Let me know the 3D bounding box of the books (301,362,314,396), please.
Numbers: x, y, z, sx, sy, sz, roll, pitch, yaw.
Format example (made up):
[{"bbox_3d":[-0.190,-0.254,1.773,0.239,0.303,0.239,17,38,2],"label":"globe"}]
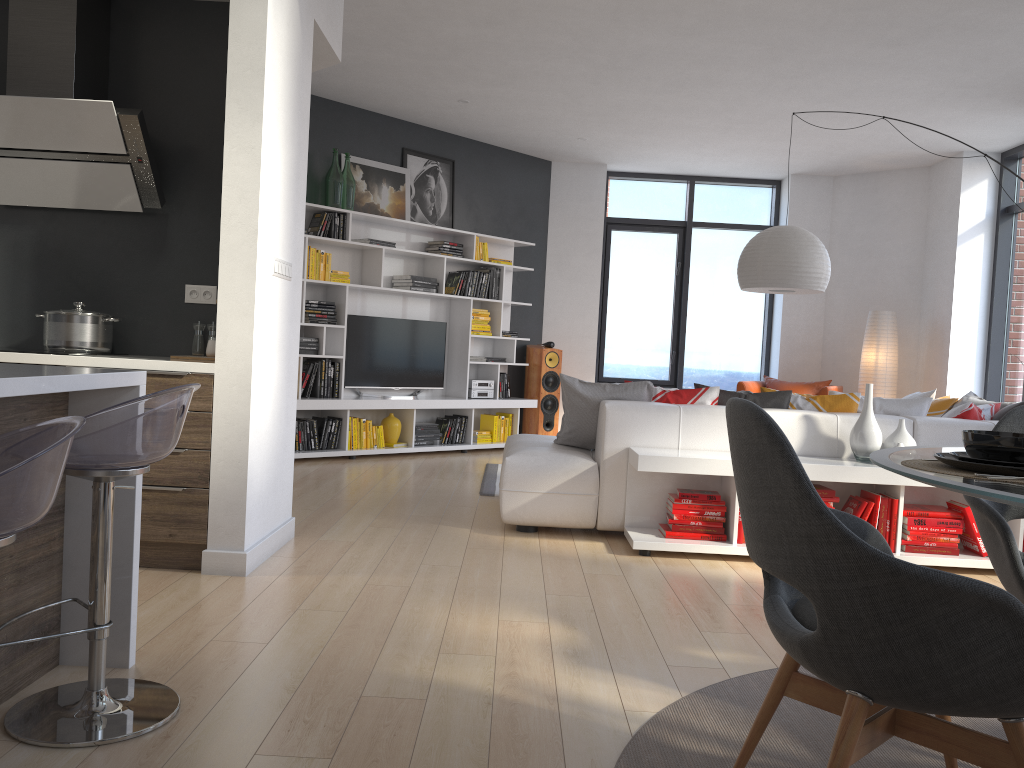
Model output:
[{"bbox_3d":[-1.744,-0.036,7.251,0.142,0.284,0.232,1,3,-45],"label":"books"}]

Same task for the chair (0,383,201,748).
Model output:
[{"bbox_3d":[-1.024,0.405,2.209,0.434,0.838,0.475,3,2,-2],"label":"chair"}]

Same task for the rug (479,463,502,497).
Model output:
[{"bbox_3d":[0.941,0.764,6.687,2.326,0.016,1.662,3,2,0],"label":"rug"}]

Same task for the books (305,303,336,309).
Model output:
[{"bbox_3d":[-1.630,-0.642,7.316,0.284,0.030,0.214,2,3,-36],"label":"books"}]

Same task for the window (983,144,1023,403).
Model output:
[{"bbox_3d":[4.454,-0.871,7.437,0.170,2.402,1.310,3,2,0],"label":"window"}]

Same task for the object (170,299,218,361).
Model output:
[{"bbox_3d":[-1.342,-0.266,4.028,0.330,0.316,0.221,3,2,0],"label":"object"}]

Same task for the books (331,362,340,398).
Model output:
[{"bbox_3d":[-1.533,-0.038,7.442,0.051,0.297,0.230,1,3,-45],"label":"books"}]

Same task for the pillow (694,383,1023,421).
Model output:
[{"bbox_3d":[2.077,0.253,5.109,2.120,0.436,0.608,3,2,-4],"label":"pillow"}]

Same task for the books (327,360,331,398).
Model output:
[{"bbox_3d":[-1.588,-0.048,7.393,0.034,0.315,0.239,1,3,-45],"label":"books"}]

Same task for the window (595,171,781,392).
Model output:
[{"bbox_3d":[1.922,-1.096,9.871,1.960,2.402,0.170,3,2,0],"label":"window"}]

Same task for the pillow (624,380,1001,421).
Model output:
[{"bbox_3d":[1.750,0.261,5.103,2.250,0.449,0.575,3,2,-2],"label":"pillow"}]

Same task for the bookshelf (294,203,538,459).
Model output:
[{"bbox_3d":[-0.942,-0.402,7.890,3.000,2.052,0.455,1,3,-45],"label":"bookshelf"}]

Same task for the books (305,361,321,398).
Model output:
[{"bbox_3d":[-1.650,-0.040,7.321,0.028,0.301,0.213,1,3,-45],"label":"books"}]

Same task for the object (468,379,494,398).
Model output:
[{"bbox_3d":[-0.363,0.045,8.571,0.285,0.174,0.270,1,3,-45],"label":"object"}]

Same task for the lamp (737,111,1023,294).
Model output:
[{"bbox_3d":[2.875,-0.398,5.212,3.199,2.647,0.710,5,3,36],"label":"lamp"}]

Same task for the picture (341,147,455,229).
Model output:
[{"bbox_3d":[-0.999,-1.787,8.001,1.279,0.707,0.076,1,3,-45],"label":"picture"}]

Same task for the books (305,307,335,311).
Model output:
[{"bbox_3d":[-1.621,-0.615,7.300,0.264,0.020,0.189,1,3,-41],"label":"books"}]

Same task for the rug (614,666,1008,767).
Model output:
[{"bbox_3d":[1.432,0.972,1.705,2.499,0.010,2.499,2,2,-27],"label":"rug"}]

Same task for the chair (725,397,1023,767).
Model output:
[{"bbox_3d":[0.713,0.488,1.743,0.619,0.891,0.655,3,2,2],"label":"chair"}]

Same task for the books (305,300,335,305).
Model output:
[{"bbox_3d":[-1.609,-0.668,7.297,0.246,0.026,0.180,2,3,-37],"label":"books"}]

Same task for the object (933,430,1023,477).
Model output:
[{"bbox_3d":[0.975,0.136,1.753,0.258,0.074,0.258,2,2,-19],"label":"object"}]

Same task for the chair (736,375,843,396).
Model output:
[{"bbox_3d":[2.753,0.362,8.757,0.896,0.858,0.843,4,2,32],"label":"chair"}]

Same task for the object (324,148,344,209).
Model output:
[{"bbox_3d":[-1.466,-1.691,7.323,0.157,0.507,0.157,2,2,-31],"label":"object"}]

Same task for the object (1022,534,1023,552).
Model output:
[{"bbox_3d":[2.584,0.733,4.420,0.125,0.258,0.125,2,2,-22],"label":"object"}]

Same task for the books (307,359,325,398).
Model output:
[{"bbox_3d":[-1.630,-0.048,7.347,0.034,0.314,0.237,1,3,-45],"label":"books"}]

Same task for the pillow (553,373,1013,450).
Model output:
[{"bbox_3d":[1.657,0.214,5.434,2.953,0.453,0.647,3,2,-12],"label":"pillow"}]

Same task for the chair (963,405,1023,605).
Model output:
[{"bbox_3d":[1.529,0.512,2.305,0.655,0.891,0.619,3,2,7],"label":"chair"}]

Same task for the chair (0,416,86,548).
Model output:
[{"bbox_3d":[-1.029,0.452,1.612,0.434,0.787,0.475,2,3,-37],"label":"chair"}]

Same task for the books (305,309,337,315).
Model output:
[{"bbox_3d":[-1.619,-0.590,7.299,0.284,0.030,0.214,2,3,-36],"label":"books"}]

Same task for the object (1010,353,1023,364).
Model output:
[{"bbox_3d":[2.750,0.077,4.404,0.406,0.744,0.607,5,3,40],"label":"object"}]

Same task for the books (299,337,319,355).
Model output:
[{"bbox_3d":[-1.784,-0.315,7.197,0.343,0.137,0.277,1,3,-45],"label":"books"}]

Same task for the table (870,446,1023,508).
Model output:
[{"bbox_3d":[1.463,0.586,1.691,1.499,0.764,1.499,3,2,-11],"label":"table"}]

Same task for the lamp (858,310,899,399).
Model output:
[{"bbox_3d":[3.661,0.077,8.461,0.502,1.550,0.804,1,3,-39],"label":"lamp"}]

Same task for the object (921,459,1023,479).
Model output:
[{"bbox_3d":[0.967,0.166,1.748,0.206,0.015,0.309,3,2,5],"label":"object"}]

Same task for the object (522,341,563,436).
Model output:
[{"bbox_3d":[0.280,0.101,9.154,0.290,1.088,0.434,2,2,-30],"label":"object"}]

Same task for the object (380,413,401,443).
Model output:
[{"bbox_3d":[-1.064,0.386,7.780,0.185,0.257,0.185,4,2,23],"label":"object"}]

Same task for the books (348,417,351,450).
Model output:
[{"bbox_3d":[-1.415,0.403,7.401,0.029,0.270,0.204,1,3,-45],"label":"books"}]

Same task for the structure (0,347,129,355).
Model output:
[{"bbox_3d":[-2.086,-0.144,3.857,0.600,0.006,0.550,3,2,0],"label":"structure"}]

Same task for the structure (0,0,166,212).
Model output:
[{"bbox_3d":[-2.019,-1.298,3.903,0.898,0.998,0.407,3,2,0],"label":"structure"}]

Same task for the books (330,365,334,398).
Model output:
[{"bbox_3d":[-1.561,-0.027,7.413,0.028,0.272,0.200,1,3,-45],"label":"books"}]

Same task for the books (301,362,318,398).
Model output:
[{"bbox_3d":[-1.695,-0.037,7.274,0.210,0.289,0.100,5,3,44],"label":"books"}]

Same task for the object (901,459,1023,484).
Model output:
[{"bbox_3d":[0.965,0.174,1.755,0.360,0.002,0.360,2,2,-25],"label":"object"}]

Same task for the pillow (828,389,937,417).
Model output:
[{"bbox_3d":[2.480,0.244,5.892,0.580,0.456,2.156,4,2,26],"label":"pillow"}]

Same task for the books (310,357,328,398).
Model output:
[{"bbox_3d":[-1.609,-0.054,7.372,0.026,0.326,0.237,1,3,-45],"label":"books"}]

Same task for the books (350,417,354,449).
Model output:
[{"bbox_3d":[-1.402,0.402,7.443,0.048,0.271,0.213,1,3,-45],"label":"books"}]

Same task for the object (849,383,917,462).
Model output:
[{"bbox_3d":[1.885,0.201,4.493,0.316,0.398,0.319,4,2,24],"label":"object"}]

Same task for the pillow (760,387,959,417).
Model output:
[{"bbox_3d":[2.280,0.260,5.644,2.095,0.440,0.630,1,3,-43],"label":"pillow"}]

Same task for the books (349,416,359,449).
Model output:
[{"bbox_3d":[-1.358,0.406,7.493,0.038,0.267,0.202,1,3,-44],"label":"books"}]

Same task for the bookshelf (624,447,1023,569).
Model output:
[{"bbox_3d":[1.894,0.653,4.450,2.600,0.500,0.356,3,2,0],"label":"bookshelf"}]

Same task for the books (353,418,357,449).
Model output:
[{"bbox_3d":[-1.381,0.409,7.473,0.066,0.258,0.198,1,3,-45],"label":"books"}]

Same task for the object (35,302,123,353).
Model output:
[{"bbox_3d":[-1.944,-0.256,3.980,0.315,0.223,0.288,5,3,41],"label":"object"}]

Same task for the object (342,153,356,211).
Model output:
[{"bbox_3d":[-1.395,-1.693,7.473,0.157,0.507,0.157,2,2,-31],"label":"object"}]
